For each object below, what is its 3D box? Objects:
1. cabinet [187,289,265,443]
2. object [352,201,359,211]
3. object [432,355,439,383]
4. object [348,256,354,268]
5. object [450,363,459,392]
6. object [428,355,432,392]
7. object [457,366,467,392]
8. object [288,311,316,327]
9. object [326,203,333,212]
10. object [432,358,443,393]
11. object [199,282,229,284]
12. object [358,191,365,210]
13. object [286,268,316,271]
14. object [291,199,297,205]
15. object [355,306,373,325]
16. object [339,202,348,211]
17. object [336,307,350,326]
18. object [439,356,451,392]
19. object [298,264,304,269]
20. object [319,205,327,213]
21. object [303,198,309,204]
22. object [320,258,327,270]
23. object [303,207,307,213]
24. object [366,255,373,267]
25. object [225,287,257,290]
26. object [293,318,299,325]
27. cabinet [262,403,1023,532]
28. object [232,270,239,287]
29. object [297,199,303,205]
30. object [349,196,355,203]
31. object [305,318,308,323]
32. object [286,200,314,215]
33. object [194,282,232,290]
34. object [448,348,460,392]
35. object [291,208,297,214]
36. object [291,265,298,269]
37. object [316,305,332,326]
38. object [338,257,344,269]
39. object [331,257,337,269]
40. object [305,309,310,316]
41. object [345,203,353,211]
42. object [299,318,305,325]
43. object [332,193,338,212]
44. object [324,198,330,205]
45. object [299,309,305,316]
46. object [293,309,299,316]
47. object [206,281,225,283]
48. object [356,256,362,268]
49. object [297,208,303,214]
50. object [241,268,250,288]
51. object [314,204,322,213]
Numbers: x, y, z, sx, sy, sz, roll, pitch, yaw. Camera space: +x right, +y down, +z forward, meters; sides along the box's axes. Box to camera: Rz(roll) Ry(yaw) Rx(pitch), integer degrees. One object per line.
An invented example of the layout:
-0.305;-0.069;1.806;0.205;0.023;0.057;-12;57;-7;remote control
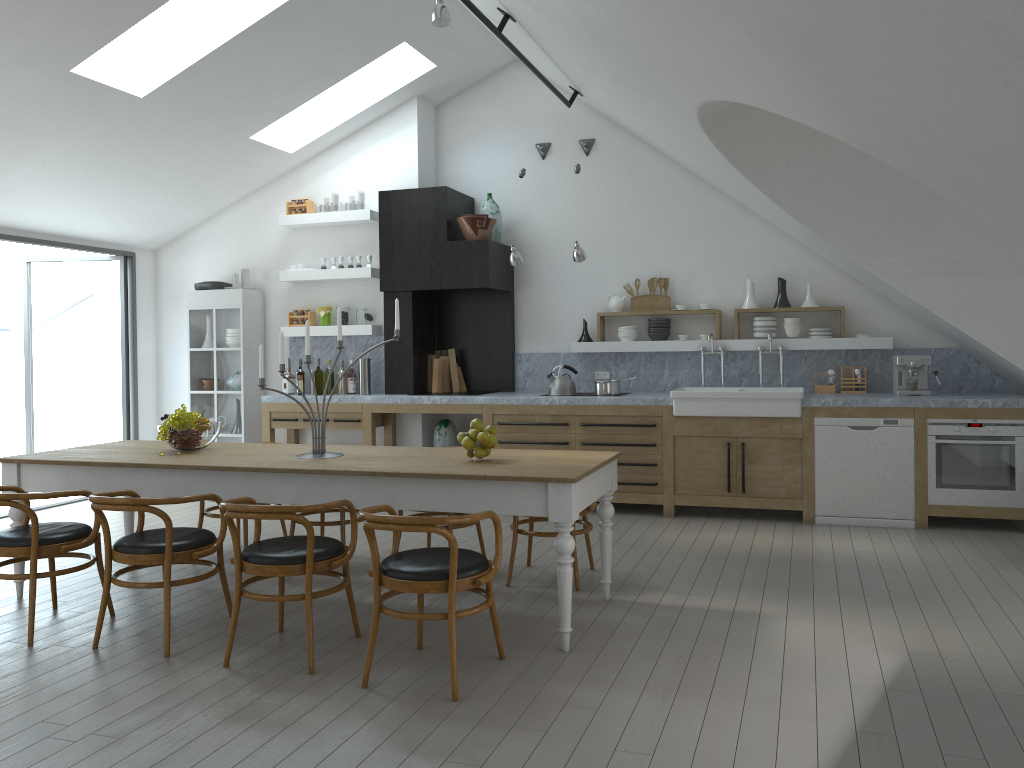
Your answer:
-2.835;0.069;8.809;0.642;1.989;0.361;-1;1;18;cabinet
-1.479;-1.677;8.378;0.071;0.098;0.071;-1;1;-17;object
-0.734;-0.095;8.462;0.068;0.367;0.131;0;1;32;object
-1.537;-1.156;8.447;0.068;0.124;0.064;-1;1;12;object
-0.568;-0.054;8.588;0.105;0.296;0.110;-1;1;-7;object
-0.784;-0.102;8.493;0.057;0.359;0.075;0;1;33;object
-0.496;-0.043;8.544;0.113;0.251;0.057;0;1;22;object
-2.048;-0.630;8.641;0.237;0.146;0.120;0;1;18;object
-1.742;-1.677;8.466;0.071;0.098;0.071;-1;1;-17;object
-0.703;-0.075;8.373;0.081;0.336;0.148;-1;1;9;object
-2.973;-0.949;8.840;0.238;0.119;0.238;0;2;18;object
-1.417;-1.720;8.341;0.063;0.187;0.063;-1;1;-13;object
-2.051;-1.103;8.624;0.295;0.025;0.113;0;2;18;object
-2.128;-1.766;8.654;0.058;0.075;0.058;0;2;42;object
-1.411;-0.647;8.416;0.103;0.178;0.207;0;2;41;object
-1.611;-1.683;8.484;0.081;0.105;0.082;-1;1;-13;object
-1.616;-0.649;8.481;0.120;0.183;0.120;0;1;33;object
-0.650;-0.084;8.481;0.072;0.366;0.130;0;1;37;object
-2.051;-1.131;8.624;0.054;0.071;0.054;0;1;18;object
-1.807;-1.671;8.518;0.077;0.085;0.077;-2;2;-39;object
-2.001;-1.766;8.612;0.058;0.075;0.058;0;2;42;object
-1.813;-1.155;8.540;0.068;0.124;0.064;-1;1;12;object
-2.000;-1.680;8.613;0.058;0.075;0.058;0;2;42;object
-1.346;-1.155;8.374;0.068;0.124;0.064;-1;1;12;object
-2.678;-0.936;8.746;0.150;0.025;0.295;1;3;42;object
-2.113;-0.606;8.665;0.058;0.075;0.058;0;2;42;object
0.844;0.665;7.761;6.427;1.022;1.004;0;2;18;cabinet
-2.716;-1.024;8.705;0.054;0.196;0.054;0;1;43;object
-2.065;-1.766;8.633;0.058;0.075;0.058;0;2;42;object
-1.531;-1.716;8.495;0.048;0.169;0.048;0;1;26;object
-1.985;-0.606;8.622;0.058;0.075;0.058;0;2;42;object
-2.063;-1.704;8.632;0.237;0.146;0.120;0;1;18;object
-2.973;-0.939;8.840;0.298;0.119;0.299;0;2;18;object
-0.543;-0.128;8.475;0.078;0.427;0.148;-1;1;-36;object
-2.127;-1.680;8.655;0.058;0.075;0.058;0;2;42;object
-2.121;-1.126;8.649;0.058;0.061;0.057;0;1;18;object
-1.806;-0.656;8.542;0.163;0.199;0.128;0;1;13;object
-1.631;-1.155;8.463;0.068;0.124;0.064;-1;1;12;object
-1.707;-1.155;8.505;0.068;0.124;0.064;-1;1;12;object
-1.986;-0.692;8.621;0.058;0.075;0.058;0;2;42;object
-1.544;-1.671;8.430;0.077;0.085;0.077;-2;2;-39;object
-2.049;-0.606;8.643;0.058;0.075;0.058;0;2;42;object
-1.681;-1.720;8.428;0.063;0.187;0.063;-1;1;-13;object
-1.794;-1.716;8.582;0.048;0.169;0.048;0;1;26;object
-2.050;-0.692;8.643;0.058;0.075;0.058;0;2;42;object
-2.114;-0.692;8.664;0.058;0.075;0.058;0;2;42;object
-2.973;-0.958;8.840;0.170;0.119;0.170;0;2;18;object
-1.451;-1.155;8.409;0.068;0.124;0.064;-1;1;12;object
-2.064;-1.680;8.634;0.058;0.075;0.058;0;2;42;object
-2.642;-1.035;8.782;0.071;0.211;0.072;0;1;42;object
-1.875;-1.682;8.572;0.081;0.105;0.082;-1;1;-13;object
